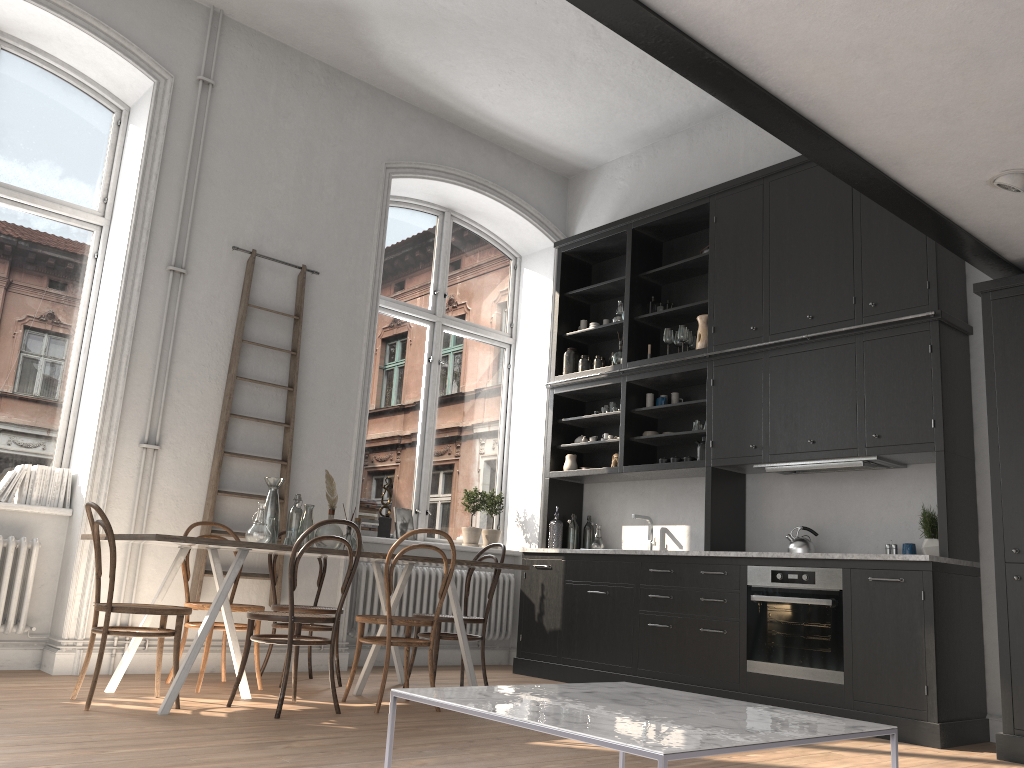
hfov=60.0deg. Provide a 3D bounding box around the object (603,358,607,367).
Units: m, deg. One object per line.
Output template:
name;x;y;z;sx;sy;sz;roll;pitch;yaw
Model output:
object;0.740;-0.128;7.392;0.092;0.184;0.092;0;-13;15

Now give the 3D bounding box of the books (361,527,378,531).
books;-1.183;1.110;6.802;0.175;0.023;0.250;-9;-18;44

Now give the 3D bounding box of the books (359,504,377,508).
books;-1.181;0.941;6.849;0.231;0.023;0.163;10;-14;-24

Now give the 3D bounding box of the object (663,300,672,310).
object;1.231;-0.573;6.996;0.065;0.176;0.084;8;-13;-18

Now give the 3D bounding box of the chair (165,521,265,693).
chair;-1.664;1.250;5.075;0.438;0.919;0.549;15;-17;-41

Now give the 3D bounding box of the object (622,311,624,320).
object;0.946;-0.649;7.117;0.123;0.340;0.119;9;-13;-21

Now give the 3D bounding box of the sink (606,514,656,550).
sink;0.870;1.216;6.582;0.515;0.504;0.526;14;-16;-39

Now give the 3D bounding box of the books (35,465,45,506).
books;-2.896;0.622;5.401;0.019;0.243;0.175;14;-16;-39

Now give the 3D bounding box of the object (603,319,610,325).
object;0.798;-0.474;7.464;0.059;0.135;0.082;8;-13;-17

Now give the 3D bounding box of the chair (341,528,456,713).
chair;-0.589;1.237;4.714;0.438;0.919;0.550;11;-14;-29

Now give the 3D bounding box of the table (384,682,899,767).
table;0.290;0.962;2.076;0.850;0.391;0.850;14;-16;-39

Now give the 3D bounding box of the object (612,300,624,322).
object;0.882;-0.567;7.220;0.132;0.219;0.132;-2;-14;23

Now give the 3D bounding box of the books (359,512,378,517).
books;-1.175;1.007;6.850;0.222;0.024;0.158;14;-17;-39

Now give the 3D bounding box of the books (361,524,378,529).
books;-1.182;1.088;6.807;0.249;0.023;0.175;14;-16;-39

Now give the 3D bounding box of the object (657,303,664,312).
object;1.155;-0.573;6.893;0.053;0.124;0.041;0;-13;16

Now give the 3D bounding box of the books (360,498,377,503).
books;-1.178;0.902;6.870;0.159;0.024;0.201;-7;-16;39

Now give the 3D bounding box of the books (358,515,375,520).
books;-1.176;1.029;6.838;0.205;0.022;0.155;10;-14;-26

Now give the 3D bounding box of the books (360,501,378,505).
books;-1.169;0.923;6.862;0.205;0.020;0.155;14;-17;-39

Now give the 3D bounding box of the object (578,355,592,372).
object;0.602;-0.150;7.290;0.114;0.155;0.114;13;-15;-36

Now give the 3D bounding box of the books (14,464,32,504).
books;-2.964;0.612;5.373;0.024;0.243;0.175;14;-16;-39

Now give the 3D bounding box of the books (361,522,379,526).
books;-1.183;1.073;6.829;0.255;0.014;0.193;13;-16;-36

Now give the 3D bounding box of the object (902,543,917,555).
object;2.316;0.979;5.174;0.082;0.093;0.140;-6;-16;39

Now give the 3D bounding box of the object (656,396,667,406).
object;1.132;0.151;6.715;0.082;0.093;0.140;0;-13;14

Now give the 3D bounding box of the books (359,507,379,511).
books;-1.176;0.964;6.850;0.244;0.019;0.175;14;-17;-39

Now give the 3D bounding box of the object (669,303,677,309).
object;1.246;-0.568;6.886;0.044;0.121;0.058;7;-13;-13

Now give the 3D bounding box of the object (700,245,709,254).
object;1.477;-0.972;6.701;0.056;0.121;0.167;7;-13;-15

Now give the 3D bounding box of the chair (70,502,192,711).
chair;-1.819;1.054;4.256;0.549;0.919;0.438;11;-15;-31

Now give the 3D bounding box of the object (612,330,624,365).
object;0.861;-0.307;6.983;0.134;0.357;0.135;3;-12;5

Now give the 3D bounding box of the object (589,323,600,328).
object;0.693;-0.459;7.470;0.096;0.095;0.096;5;-13;-6

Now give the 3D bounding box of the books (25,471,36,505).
books;-2.932;0.632;5.370;0.020;0.205;0.155;14;-16;-39

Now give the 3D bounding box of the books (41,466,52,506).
books;-2.880;0.633;5.443;0.024;0.243;0.175;14;-16;-39

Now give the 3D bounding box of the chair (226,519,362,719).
chair;-1.052;1.129;4.371;0.549;0.919;0.438;-9;-17;44

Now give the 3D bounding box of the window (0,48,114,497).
window;-3.445;-0.802;5.368;1.624;2.838;0.013;14;-16;-39

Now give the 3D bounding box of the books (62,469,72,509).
books;-2.773;0.654;5.505;0.040;0.244;0.175;14;-16;-39

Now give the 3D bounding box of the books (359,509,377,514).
books;-1.173;0.985;6.848;0.155;0.022;0.205;-9;-18;43

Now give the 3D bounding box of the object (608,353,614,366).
object;0.840;-0.159;7.247;0.092;0.184;0.092;10;-14;-25

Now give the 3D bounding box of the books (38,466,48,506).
books;-2.893;0.628;5.426;0.019;0.243;0.175;14;-16;-39

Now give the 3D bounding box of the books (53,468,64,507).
books;-2.830;0.646;5.485;0.024;0.243;0.175;14;-16;-39

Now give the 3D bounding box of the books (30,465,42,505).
books;-2.907;0.617;5.380;0.024;0.243;0.175;14;-16;-39

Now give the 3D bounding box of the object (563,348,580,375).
object;0.496;-0.176;7.393;0.118;0.238;0.119;-5;-15;34

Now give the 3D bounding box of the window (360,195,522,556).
window;2.343;-2.743;14.818;14.400;15.907;26.418;14;-16;-39

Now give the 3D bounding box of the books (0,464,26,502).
books;-3.004;0.598;5.310;0.100;0.234;0.175;14;-16;-39

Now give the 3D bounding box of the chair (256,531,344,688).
chair;-1.285;1.370;5.496;0.438;0.919;0.550;12;-15;-32

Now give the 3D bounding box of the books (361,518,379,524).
books;-1.184;1.052;6.834;0.194;0.028;0.246;-9;-18;43

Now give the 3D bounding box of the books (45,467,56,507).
books;-2.849;0.634;5.440;0.019;0.243;0.175;14;-16;-39

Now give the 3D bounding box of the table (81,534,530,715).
table;-1.106;1.311;4.876;2.202;0.778;1.101;14;-16;-39

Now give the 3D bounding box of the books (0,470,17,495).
books;-3.038;0.610;5.284;0.105;0.194;0.155;14;-16;-40

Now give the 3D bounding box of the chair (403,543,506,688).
chair;-0.341;1.425;5.472;0.549;0.919;0.438;10;-14;-27

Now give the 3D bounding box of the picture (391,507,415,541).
picture;-0.894;1.132;7.133;0.149;0.264;0.222;-4;-15;32

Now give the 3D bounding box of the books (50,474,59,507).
books;-2.835;0.657;5.451;0.020;0.205;0.155;14;-16;-39

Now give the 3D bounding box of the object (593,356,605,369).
object;0.710;-0.150;7.248;0.096;0.150;0.097;-6;-16;37

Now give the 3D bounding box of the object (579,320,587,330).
object;0.606;-0.469;7.539;0.059;0.135;0.082;6;-13;-12

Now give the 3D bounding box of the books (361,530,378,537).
books;-1.188;1.142;6.795;0.248;0.043;0.193;14;-17;-39

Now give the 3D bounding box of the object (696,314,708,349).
object;1.378;-0.361;6.392;0.094;0.266;0.116;3;-12;2

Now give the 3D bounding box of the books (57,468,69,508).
books;-2.798;0.648;5.486;0.024;0.243;0.175;14;-16;-39

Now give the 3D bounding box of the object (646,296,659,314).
object;1.108;-0.597;6.974;0.084;0.199;0.065;8;-13;-18

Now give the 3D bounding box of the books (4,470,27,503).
books;-2.987;0.619;5.323;0.072;0.203;0.155;14;-16;-39

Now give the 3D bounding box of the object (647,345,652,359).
object;1.057;-0.229;6.824;0.123;0.161;0.123;11;-15;-31
